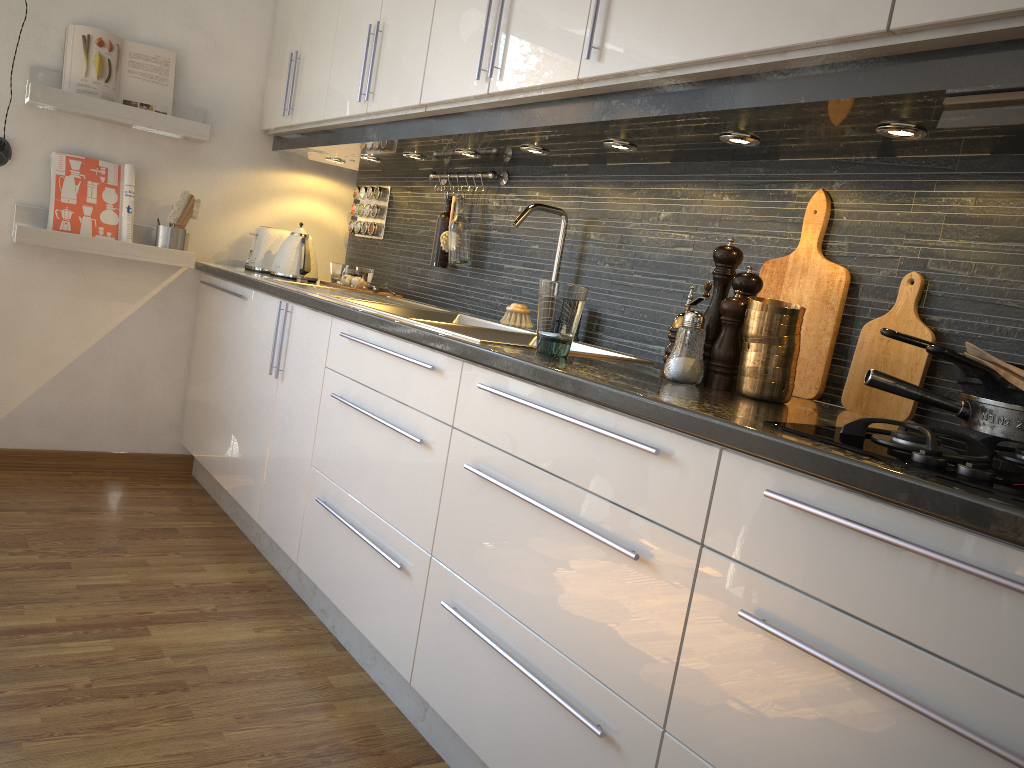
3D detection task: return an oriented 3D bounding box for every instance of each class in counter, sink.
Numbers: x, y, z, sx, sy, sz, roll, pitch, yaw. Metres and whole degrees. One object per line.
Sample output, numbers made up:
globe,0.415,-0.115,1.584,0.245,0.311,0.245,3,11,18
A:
counter,0.133,0.031,1.932,0.622,0.193,4.240,5,8,-34
sink,-0.262,-0.120,2.504,0.475,0.169,1.418,5,8,-34

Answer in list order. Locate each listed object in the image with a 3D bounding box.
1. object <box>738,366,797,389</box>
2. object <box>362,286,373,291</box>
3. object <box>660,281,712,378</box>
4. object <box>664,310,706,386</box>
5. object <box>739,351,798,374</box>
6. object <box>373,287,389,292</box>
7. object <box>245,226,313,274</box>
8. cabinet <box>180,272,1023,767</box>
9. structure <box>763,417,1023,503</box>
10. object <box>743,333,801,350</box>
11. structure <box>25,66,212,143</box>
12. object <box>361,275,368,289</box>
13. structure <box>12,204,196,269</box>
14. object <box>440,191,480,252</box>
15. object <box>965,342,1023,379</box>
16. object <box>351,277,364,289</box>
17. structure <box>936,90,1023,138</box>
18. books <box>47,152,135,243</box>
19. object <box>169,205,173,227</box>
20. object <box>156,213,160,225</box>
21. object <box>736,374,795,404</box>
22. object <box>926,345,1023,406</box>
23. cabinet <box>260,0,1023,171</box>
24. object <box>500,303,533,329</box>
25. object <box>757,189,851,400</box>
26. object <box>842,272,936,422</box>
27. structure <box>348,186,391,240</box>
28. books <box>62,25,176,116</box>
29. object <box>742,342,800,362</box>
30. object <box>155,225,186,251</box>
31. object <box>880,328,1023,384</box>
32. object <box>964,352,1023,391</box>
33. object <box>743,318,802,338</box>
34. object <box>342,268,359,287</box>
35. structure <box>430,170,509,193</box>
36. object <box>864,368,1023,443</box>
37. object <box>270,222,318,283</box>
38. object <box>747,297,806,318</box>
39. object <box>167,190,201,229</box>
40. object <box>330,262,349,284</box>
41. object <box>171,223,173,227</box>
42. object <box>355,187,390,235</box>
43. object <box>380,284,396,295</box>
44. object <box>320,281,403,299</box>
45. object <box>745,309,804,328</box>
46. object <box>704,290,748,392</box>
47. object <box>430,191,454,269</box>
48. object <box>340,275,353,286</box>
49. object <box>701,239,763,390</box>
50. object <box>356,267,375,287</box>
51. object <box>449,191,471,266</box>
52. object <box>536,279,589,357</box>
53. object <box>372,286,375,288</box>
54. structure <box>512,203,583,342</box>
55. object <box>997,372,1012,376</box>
object,0.452,-0.012,1.581,0.100,0.048,0.100,8,7,-16
object,-0.507,-0.353,3.300,0.024,0.015,0.248,11,7,11
object,0.337,-0.102,1.686,0.080,0.192,0.058,16,9,39
object,0.324,-0.068,1.625,0.069,0.135,0.069,14,8,31
object,0.455,-0.030,1.581,0.099,0.051,0.099,16,9,42
object,-0.484,-0.351,3.289,0.024,0.017,0.248,10,6,1
object,-0.921,-0.517,3.526,0.253,0.192,0.175,5,8,-34
cabinet,-0.153,0.293,1.809,0.040,0.691,4.213,5,8,-34
structure,0.708,0.119,1.048,0.501,0.041,0.660,5,8,-34
object,0.461,-0.072,1.580,0.101,0.057,0.099,7,7,-22
structure,-1.395,-0.998,3.175,0.594,0.129,0.146,5,8,-34
object,-0.552,-0.375,3.270,0.044,0.050,0.043,11,7,9
structure,-1.475,-0.535,3.235,0.595,0.129,0.146,5,8,-34
object,-0.156,-0.526,2.904,0.188,0.204,0.072,16,10,43
object,0.675,-0.017,1.187,0.059,0.061,0.333,11,7,9
object,-0.560,-0.367,3.217,0.044,0.043,0.043,5,9,-37
structure,0.907,-0.350,1.053,0.362,0.148,0.622,5,8,-34
books,-1.513,-0.650,3.197,0.283,0.331,0.138,5,9,-36
object,-1.290,-0.571,3.338,0.007,0.201,0.020,8,7,-13
object,-1.319,-0.561,3.339,0.007,0.159,0.089,12,7,16
object,0.450,0.010,1.583,0.100,0.036,0.099,10,7,-2
object,0.702,0.008,1.239,0.347,0.082,0.243,10,7,2
cabinet,0.384,-1.051,1.836,0.458,1.071,4.225,5,8,-34
object,0.017,-0.198,2.553,0.100,0.065,0.097,4,9,-42
object,0.586,-0.188,1.807,0.029,0.420,0.218,5,9,-34
object,0.696,-0.070,1.614,0.043,0.274,0.146,5,9,-34
structure,-0.584,-0.701,3.597,0.045,0.210,0.279,5,8,-34
books,-1.400,-1.091,3.172,0.364,0.299,0.109,5,9,-34
object,0.459,-0.050,1.582,0.099,0.043,0.100,16,9,43
object,-1.293,-0.531,3.352,0.103,0.124,0.103,5,9,-36
object,0.712,-0.003,1.227,0.356,0.080,0.245,6,8,-31
object,0.659,-0.013,1.190,0.064,0.044,0.334,12,7,17
object,0.460,-0.090,1.576,0.100,0.036,0.099,4,9,-40
object,-0.602,-0.397,3.308,0.065,0.064,0.065,5,8,-34
structure,-0.159,-0.670,2.941,0.067,0.081,0.442,5,8,-34
object,0.701,0.040,1.273,0.351,0.061,0.232,13,7,29
object,-0.815,-0.494,3.352,0.178,0.236,0.204,10,7,2
object,0.466,-0.127,1.570,0.100,0.047,0.100,5,8,-38
object,-1.242,-0.596,3.332,0.119,0.268,0.059,3,10,-42
object,-0.656,-0.417,3.353,0.071,0.076,0.071,4,9,-42
object,-1.305,-0.562,3.342,0.067,0.165,0.007,8,7,-11
object,-0.584,-0.701,3.597,0.039,0.202,0.270,5,8,-34
object,-0.461,-0.351,3.293,0.021,0.026,0.173,7,7,-25
object,-0.573,-0.354,3.322,0.213,0.012,0.334,6,8,-32
object,0.463,-0.107,1.574,0.100,0.036,0.099,9,7,-6
object,0.401,-0.081,1.637,0.058,0.184,0.058,10,7,-2
object,-0.229,-0.525,3.014,0.060,0.257,0.060,8,7,-12
object,-0.604,-0.377,3.241,0.046,0.045,0.045,6,8,-31
object,0.420,-0.137,1.717,0.061,0.283,0.123,5,9,-34
object,-0.562,-0.403,3.371,0.071,0.076,0.071,5,8,-34
object,-0.160,-0.504,2.881,0.093,0.243,0.074,14,8,29
object,0.093,-0.131,1.793,0.102,0.147,0.102,5,8,-34
object,-0.516,-0.357,3.290,0.021,0.019,0.173,8,7,-12
structure,0.106,-0.301,2.371,0.195,0.348,0.166,3,10,-41
object,0.710,-0.001,1.199,0.065,0.021,0.336,11,7,14
